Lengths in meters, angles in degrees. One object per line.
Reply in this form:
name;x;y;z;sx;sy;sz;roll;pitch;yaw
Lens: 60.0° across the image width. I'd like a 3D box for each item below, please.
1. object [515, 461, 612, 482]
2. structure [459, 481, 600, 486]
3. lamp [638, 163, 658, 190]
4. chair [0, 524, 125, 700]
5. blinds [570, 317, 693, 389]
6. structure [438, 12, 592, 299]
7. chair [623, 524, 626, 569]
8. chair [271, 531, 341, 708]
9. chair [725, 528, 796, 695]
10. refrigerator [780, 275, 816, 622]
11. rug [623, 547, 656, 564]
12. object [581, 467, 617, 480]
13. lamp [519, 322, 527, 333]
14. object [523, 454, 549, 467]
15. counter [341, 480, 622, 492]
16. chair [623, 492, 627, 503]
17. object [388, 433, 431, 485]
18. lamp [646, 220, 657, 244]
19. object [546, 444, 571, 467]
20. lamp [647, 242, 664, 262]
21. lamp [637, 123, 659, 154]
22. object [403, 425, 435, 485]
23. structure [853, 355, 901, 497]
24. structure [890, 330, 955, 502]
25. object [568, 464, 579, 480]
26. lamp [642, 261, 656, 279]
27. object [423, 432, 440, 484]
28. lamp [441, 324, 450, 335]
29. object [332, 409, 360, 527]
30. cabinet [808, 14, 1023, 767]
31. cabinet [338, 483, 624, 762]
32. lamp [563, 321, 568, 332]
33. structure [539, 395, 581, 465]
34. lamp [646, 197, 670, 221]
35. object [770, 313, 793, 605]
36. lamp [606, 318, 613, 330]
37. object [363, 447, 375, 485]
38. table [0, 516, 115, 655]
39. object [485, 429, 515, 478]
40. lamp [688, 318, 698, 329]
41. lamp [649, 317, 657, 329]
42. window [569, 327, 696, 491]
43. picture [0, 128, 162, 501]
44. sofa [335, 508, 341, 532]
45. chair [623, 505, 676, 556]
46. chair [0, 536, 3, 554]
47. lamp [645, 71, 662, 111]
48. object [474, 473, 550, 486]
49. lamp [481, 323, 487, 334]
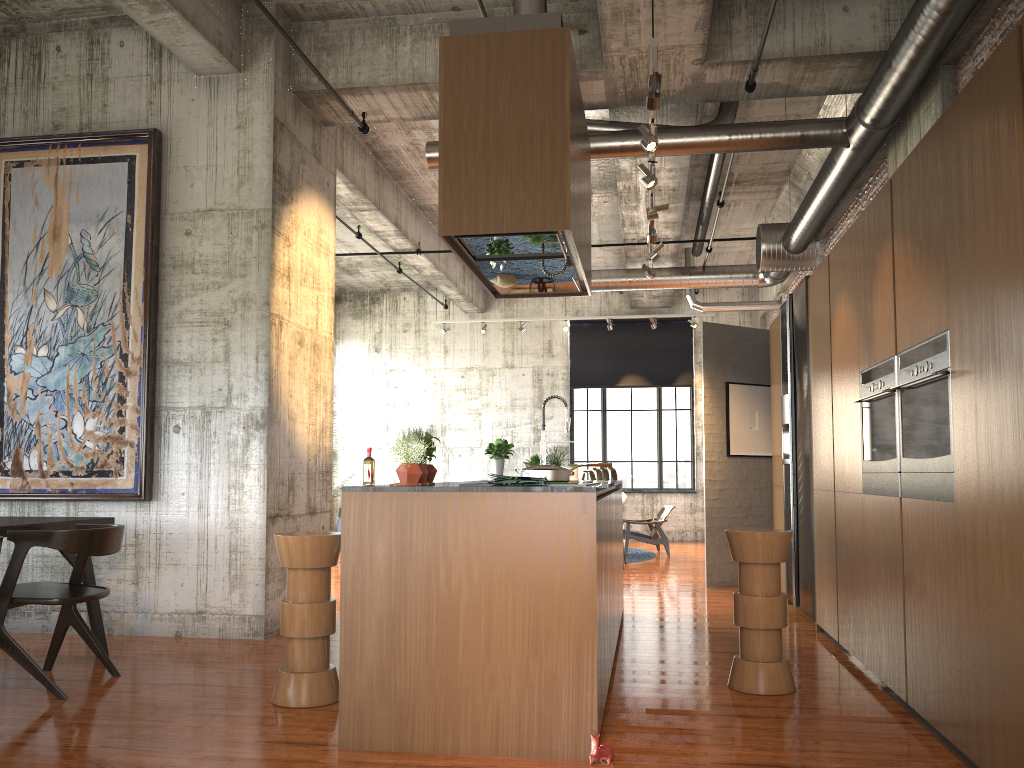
object;0.328;0.489;4.896;0.331;0.120;0.730;-5;-8;44
structure;0.138;0.569;5.093;0.678;0.019;1.100;-1;-6;9
lamp;1.102;-1.667;7.150;0.165;0.250;0.102;-3;-5;34
chair;-2.888;1.398;5.565;0.769;0.991;0.880;0;-5;5
blinds;2.388;-0.642;17.872;2.443;1.460;0.151;-1;-4;9
structure;0.081;-1.224;5.216;0.663;1.123;1.633;-1;-5;9
chair;1.183;2.217;12.732;0.875;0.791;1.046;-1;-5;10
chair;-1.204;1.369;5.237;0.409;0.960;0.412;1;-4;-12
chair;1.544;1.395;5.515;0.411;0.960;0.410;-3;-5;39
refrigerator;3.211;0.646;8.221;1.211;3.043;1.521;-1;-4;9
rug;-0.056;2.820;14.740;4.850;0.009;4.855;4;-7;-35
object;1.698;2.242;17.384;0.728;1.293;0.457;-2;-4;20
lamp;0.204;-1.097;17.282;0.182;0.240;0.102;0;-4;4
object;0.231;0.795;8.490;0.232;0.257;0.237;4;-7;-43
counter;0.109;0.797;6.396;1.245;0.174;4.374;-1;-6;9
chair;1.645;2.468;16.390;0.807;1.028;1.059;4;-6;-42
object;-0.559;0.403;4.768;0.221;0.283;0.211;-1;-5;17
lamp;1.391;-1.495;8.818;0.102;0.240;0.183;0;-5;4
object;0.427;0.728;8.442;0.306;0.380;0.362;-4;-6;43
lamp;1.539;-1.415;9.576;0.199;0.228;0.102;-2;-5;19
lamp;0.980;-1.750;6.334;0.102;0.250;0.165;3;-5;-36
object;-0.544;0.385;5.010;0.186;0.366;0.197;4;-6;-41
structure;2.196;0.277;5.380;0.079;0.793;0.862;-1;-5;9
structure;2.060;0.187;4.493;0.079;0.793;0.862;-1;-5;9
object;0.579;0.835;8.388;0.107;0.157;0.107;-4;-6;44
lamp;1.604;-1.339;10.348;0.102;0.210;0.261;-3;-6;39
object;-0.513;0.438;5.249;0.179;0.310;0.173;-1;-5;15
lamp;-1.329;-1.070;17.533;0.102;0.210;0.261;-4;-7;44
object;-2.378;1.267;9.528;1.890;2.058;1.515;-3;-5;31
cabinet;2.576;0.299;4.862;0.860;3.037;5.356;-1;-5;9
cabinet;0.109;1.355;6.358;1.245;1.240;4.371;-1;-6;9
lamp;1.040;-1.108;17.176;0.102;0.210;0.261;0;-5;4
structure;0.416;0.466;7.694;0.360;0.748;0.168;-1;-4;9
lamp;1.284;-1.579;7.984;0.260;0.210;0.102;0;-4;4
object;3.278;0.763;9.437;0.860;3.038;0.913;-1;-4;9
lamp;1.877;-1.130;16.994;0.102;0.250;0.165;-3;-5;34
object;-0.790;0.455;4.898;0.056;0.208;0.056;-1;-4;9
table;-4.034;1.321;4.867;1.638;1.003;3.712;-1;-6;9
object;-0.120;0.676;8.502;0.304;0.501;0.269;4;-6;-39
lamp;3.441;-1.144;16.810;0.102;0.214;0.226;4;-6;-40
lamp;2.694;-1.143;16.873;0.165;0.250;0.102;3;-5;-36
window;2.419;0.495;17.966;2.579;3.427;0.051;-1;-4;9
picture;-3.781;-0.580;7.474;1.655;3.113;0.142;-1;-4;9
sofa;-1.810;2.401;14.762;1.362;0.859;3.011;-1;-6;10
chair;2.183;2.417;14.708;1.043;0.791;0.877;0;-5;-1
chair;-3.090;1.293;4.527;0.769;0.991;0.880;-1;-5;8
lamp;0.888;-1.824;5.545;0.102;0.214;0.226;0;-5;5
object;-0.007;0.477;4.441;0.392;0.067;0.185;4;-7;-35
lamp;-0.555;-1.079;17.430;0.102;0.228;0.199;-1;-5;19
